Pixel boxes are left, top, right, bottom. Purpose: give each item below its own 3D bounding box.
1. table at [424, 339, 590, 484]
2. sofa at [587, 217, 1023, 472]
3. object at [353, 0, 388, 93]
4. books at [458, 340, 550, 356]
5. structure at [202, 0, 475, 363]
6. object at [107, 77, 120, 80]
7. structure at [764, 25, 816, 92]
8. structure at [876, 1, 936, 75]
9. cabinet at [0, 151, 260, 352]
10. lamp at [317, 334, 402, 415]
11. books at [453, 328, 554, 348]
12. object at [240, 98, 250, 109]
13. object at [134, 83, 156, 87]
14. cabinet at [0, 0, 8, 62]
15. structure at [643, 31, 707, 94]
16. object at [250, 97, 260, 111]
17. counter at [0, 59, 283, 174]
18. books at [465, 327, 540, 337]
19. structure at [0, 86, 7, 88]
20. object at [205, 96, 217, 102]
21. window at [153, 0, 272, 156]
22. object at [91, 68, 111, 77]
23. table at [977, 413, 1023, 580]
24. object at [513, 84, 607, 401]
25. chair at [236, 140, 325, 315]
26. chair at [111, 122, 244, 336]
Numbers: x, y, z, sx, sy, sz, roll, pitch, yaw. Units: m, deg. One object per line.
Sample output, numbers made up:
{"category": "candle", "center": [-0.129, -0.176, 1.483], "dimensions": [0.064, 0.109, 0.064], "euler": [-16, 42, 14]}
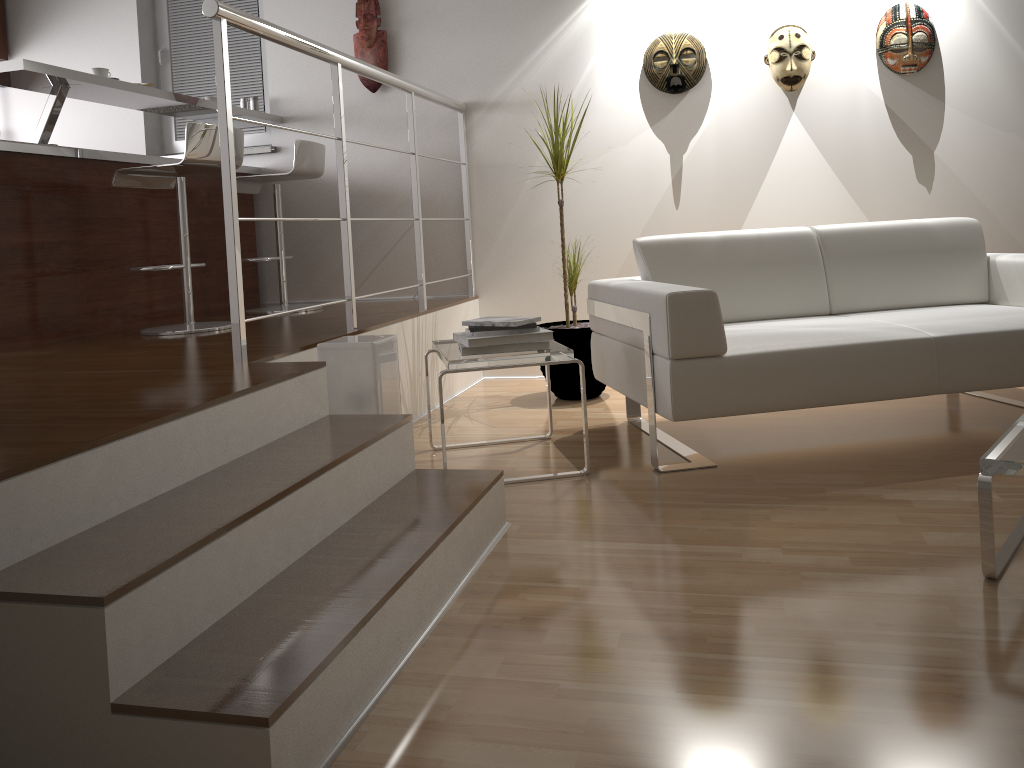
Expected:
{"category": "table", "center": [-0.039, 0.066, 3.006], "dimensions": [0.465, 0.397, 0.556], "euler": [-4, 7, -10]}
{"category": "sofa", "center": [1.256, -0.216, 3.208], "dimensions": [1.785, 0.735, 0.915], "euler": [-5, 6, -10]}
{"category": "object", "center": [-0.786, -1.993, 4.812], "dimensions": [0.152, 0.785, 0.151], "euler": [-4, 1, -30]}
{"category": "books", "center": [-0.030, -0.132, 2.911], "dimensions": [0.287, 0.027, 0.230], "euler": [-4, 10, -5]}
{"category": "structure", "center": [-0.538, -0.790, 3.625], "dimensions": [0.057, 1.039, 2.358], "euler": [-3, 8, 15]}
{"category": "object", "center": [-1.737, -1.279, 3.678], "dimensions": [0.140, 0.008, 0.131], "euler": [0, 10, 17]}
{"category": "structure", "center": [1.347, -1.586, 4.241], "dimensions": [0.242, 0.327, 0.131], "euler": [-2, 2, 16]}
{"category": "structure", "center": [1.864, -1.640, 4.134], "dimensions": [0.264, 0.353, 0.076], "euler": [-2, 1, 15]}
{"category": "cabinet", "center": [-1.999, -0.651, 4.181], "dimensions": [0.632, 0.742, 1.876], "euler": [-2, 9, 15]}
{"category": "lamp", "center": [-0.465, 0.097, 2.741], "dimensions": [0.198, 0.478, 0.194], "euler": [-3, 2, 15]}
{"category": "books", "center": [-0.032, -0.159, 2.911], "dimensions": [0.288, 0.027, 0.229], "euler": [-6, 10, -15]}
{"category": "object", "center": [-1.519, -1.567, 4.978], "dimensions": [0.052, 0.109, 0.053], "euler": [-3, 2, -1]}
{"category": "object", "center": [-1.721, -1.375, 4.085], "dimensions": [0.129, 0.041, 0.142], "euler": [-1, 9, 16]}
{"category": "cabinet", "center": [-3.817, -2.087, 4.249], "dimensions": [0.649, 0.628, 2.760], "euler": [-2, 9, 15]}
{"category": "structure", "center": [0.817, -1.621, 4.406], "dimensions": [0.316, 0.314, 0.070], "euler": [-2, 2, 15]}
{"category": "object", "center": [-1.461, -1.570, 4.969], "dimensions": [0.052, 0.111, 0.053], "euler": [-3, 2, -1]}
{"category": "counter", "center": [-1.932, -1.204, 4.263], "dimensions": [0.837, 0.315, 2.135], "euler": [-1, 10, 15]}
{"category": "books", "center": [-0.033, -0.180, 2.911], "dimensions": [0.217, 0.014, 0.153], "euler": [-6, 10, -15]}
{"category": "structure", "center": [-3.434, -1.870, 5.539], "dimensions": [0.596, 0.034, 0.049], "euler": [-1, 7, 15]}
{"category": "object", "center": [-1.550, -1.460, 4.532], "dimensions": [0.080, 0.045, 0.067], "euler": [-9, 9, -38]}
{"category": "window", "center": [-1.784, -2.015, 5.289], "dimensions": [0.842, 1.260, 0.143], "euler": [-2, 1, 15]}
{"category": "object", "center": [-1.730, -1.304, 3.692], "dimensions": [0.080, 0.045, 0.067], "euler": [-8, 8, -31]}
{"category": "table", "center": [1.495, 0.242, 1.906], "dimensions": [0.701, 0.247, 0.804], "euler": [4, 12, 39]}
{"category": "object", "center": [0.231, -0.669, 4.070], "dimensions": [0.439, 1.466, 0.506], "euler": [-3, 2, 28]}
{"category": "chair", "center": [-1.173, -0.796, 4.467], "dimensions": [0.425, 0.843, 0.390], "euler": [-3, 2, 11]}
{"category": "chair", "center": [-1.375, -0.651, 3.697], "dimensions": [0.425, 0.843, 0.392], "euler": [-2, 3, 19]}
